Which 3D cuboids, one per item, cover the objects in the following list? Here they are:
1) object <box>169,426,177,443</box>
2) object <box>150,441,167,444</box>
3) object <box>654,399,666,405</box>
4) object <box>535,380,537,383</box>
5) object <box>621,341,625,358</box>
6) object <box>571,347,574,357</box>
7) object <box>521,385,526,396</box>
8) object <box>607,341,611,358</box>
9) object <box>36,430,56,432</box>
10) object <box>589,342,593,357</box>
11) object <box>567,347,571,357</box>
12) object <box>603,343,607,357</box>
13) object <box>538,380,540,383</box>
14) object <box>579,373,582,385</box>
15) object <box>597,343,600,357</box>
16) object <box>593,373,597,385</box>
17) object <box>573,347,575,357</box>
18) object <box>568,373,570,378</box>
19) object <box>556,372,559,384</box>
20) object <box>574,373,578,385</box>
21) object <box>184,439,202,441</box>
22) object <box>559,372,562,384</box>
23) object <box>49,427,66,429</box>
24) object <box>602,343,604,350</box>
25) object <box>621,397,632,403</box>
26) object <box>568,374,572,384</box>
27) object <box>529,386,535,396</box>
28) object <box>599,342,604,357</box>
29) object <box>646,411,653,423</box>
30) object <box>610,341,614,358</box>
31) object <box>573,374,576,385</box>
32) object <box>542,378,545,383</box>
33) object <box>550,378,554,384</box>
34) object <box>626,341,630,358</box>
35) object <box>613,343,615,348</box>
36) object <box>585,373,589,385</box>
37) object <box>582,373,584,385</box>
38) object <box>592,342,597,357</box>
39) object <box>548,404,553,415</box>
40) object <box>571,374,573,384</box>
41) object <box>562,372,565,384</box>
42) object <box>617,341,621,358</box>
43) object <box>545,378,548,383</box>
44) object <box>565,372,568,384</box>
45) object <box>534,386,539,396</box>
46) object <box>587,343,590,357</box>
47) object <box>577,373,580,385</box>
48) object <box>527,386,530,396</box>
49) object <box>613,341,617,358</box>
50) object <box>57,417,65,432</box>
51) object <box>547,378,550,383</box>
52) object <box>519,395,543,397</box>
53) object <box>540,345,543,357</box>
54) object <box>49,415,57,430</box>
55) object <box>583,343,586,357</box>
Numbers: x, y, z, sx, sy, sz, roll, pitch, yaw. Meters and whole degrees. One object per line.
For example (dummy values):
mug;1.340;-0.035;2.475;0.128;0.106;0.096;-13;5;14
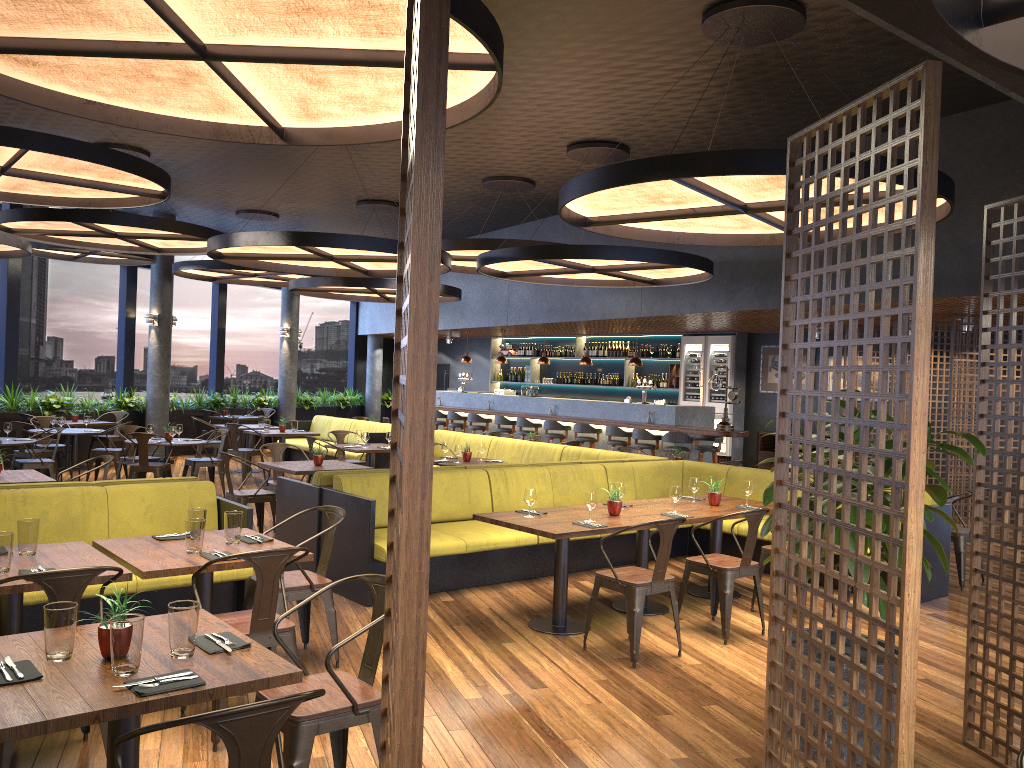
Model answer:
object;-4.328;0.645;11.313;0.097;0.206;0.097;2;0;-32
object;-4.470;0.735;11.208;0.157;0.019;0.255;2;0;4
object;2.417;0.295;14.460;0.177;0.091;0.091;2;0;26
object;0.535;-0.054;19.796;0.042;0.059;0.042;2;0;13
object;2.214;-0.691;17.698;0.084;0.330;0.084;2;0;-32
object;1.296;-0.677;18.945;0.068;0.217;0.068;2;0;-34
object;0.225;0.135;17.191;0.105;0.209;0.105;2;0;-4
object;1.972;-0.702;17.999;0.084;0.330;0.084;2;0;-32
object;-6.461;0.652;12.331;0.157;0.019;0.255;2;0;28
object;1.655;-0.706;18.407;0.085;0.310;0.086;2;0;-6
object;1.219;-0.680;18.892;0.068;0.217;0.068;2;0;36
object;1.924;-0.695;18.226;0.085;0.310;0.086;2;0;2
object;0.609;-0.051;19.705;0.042;0.059;0.042;2;0;13
object;1.440;-0.109;18.681;0.063;0.254;0.063;2;0;3
object;1.803;-0.701;18.371;0.085;0.310;0.086;2;0;-28
object;1.729;-0.096;18.451;0.063;0.254;0.063;2;0;23
object;1.334;-0.678;18.796;0.088;0.224;0.088;2;0;-24
object;1.242;-0.119;19.128;0.063;0.254;0.063;2;0;23
object;0.981;-0.130;19.217;0.063;0.254;0.063;2;0;23
object;1.359;-0.112;18.792;0.063;0.254;0.063;2;0;-21
object;-4.239;0.740;11.719;0.255;0.019;0.157;2;1;-41
object;1.044;-0.127;19.139;0.063;0.254;0.063;2;0;38
object;-6.578;0.644;12.857;0.255;0.019;0.157;2;0;38
object;1.866;-0.698;18.301;0.085;0.310;0.086;2;0;-12
object;1.740;0.256;15.325;0.200;0.106;0.766;2;0;-39
object;1.244;-0.103;18.926;0.088;0.224;0.088;2;0;-24
object;0.378;0.142;16.996;0.105;0.209;0.105;2;0;-4
object;1.836;-0.698;18.185;0.085;0.310;0.086;2;0;-6
object;2.232;0.533;14.384;0.114;0.203;0.069;2;0;-5
object;2.032;-0.699;17.926;0.084;0.330;0.084;2;0;-32
object;1.350;-0.099;18.975;0.088;0.224;0.088;2;0;26
object;0.708;-0.076;19.613;0.084;0.119;0.084;2;0;6
object;0.871;-0.069;19.413;0.084;0.119;0.084;2;0;6
object;2.327;-0.687;17.756;0.084;0.330;0.084;2;0;-32
object;2.063;-0.699;18.030;0.084;0.330;0.084;2;0;-32
object;1.564;-0.103;18.480;0.063;0.254;0.063;2;0;23
object;1.489;-0.107;18.750;0.063;0.254;0.063;2;0;23
object;1.712;-0.704;18.334;0.085;0.310;0.086;2;0;-12
object;0.711;0.463;16.249;0.114;0.203;0.069;2;1;40
object;1.270;-0.103;19.037;0.088;0.224;0.088;2;0;16
object;1.128;-0.124;19.192;0.063;0.254;0.063;2;0;8
object;2.152;-0.694;17.772;0.084;0.330;0.084;2;0;-32
object;0.761;-0.074;19.547;0.084;0.119;0.084;2;0;6
object;1.175;-0.121;19.069;0.063;0.254;0.063;2;0;-11
object;0.463;0.144;17.074;0.105;0.209;0.105;2;0;-4
object;1.620;-0.709;18.594;0.085;0.310;0.086;2;0;-25
object;1.426;-0.110;18.837;0.063;0.254;0.063;2;0;-6
object;0.338;0.139;17.129;0.105;0.209;0.105;2;0;-4
object;2.090;-0.697;17.854;0.084;0.330;0.084;2;0;-32
object;-6.288;0.564;12.370;0.097;0.206;0.097;2;0;19
object;0.816;-0.071;19.481;0.084;0.119;0.084;2;0;6
object;0.358;0.235;17.143;0.273;0.019;0.437;2;0;-39
object;0.647;-0.724;19.604;0.063;0.254;0.063;2;0;33
object;-6.564;0.551;12.683;0.097;0.206;0.097;2;0;38
object;1.529;-0.712;18.557;0.085;0.310;0.086;2;0;-12
